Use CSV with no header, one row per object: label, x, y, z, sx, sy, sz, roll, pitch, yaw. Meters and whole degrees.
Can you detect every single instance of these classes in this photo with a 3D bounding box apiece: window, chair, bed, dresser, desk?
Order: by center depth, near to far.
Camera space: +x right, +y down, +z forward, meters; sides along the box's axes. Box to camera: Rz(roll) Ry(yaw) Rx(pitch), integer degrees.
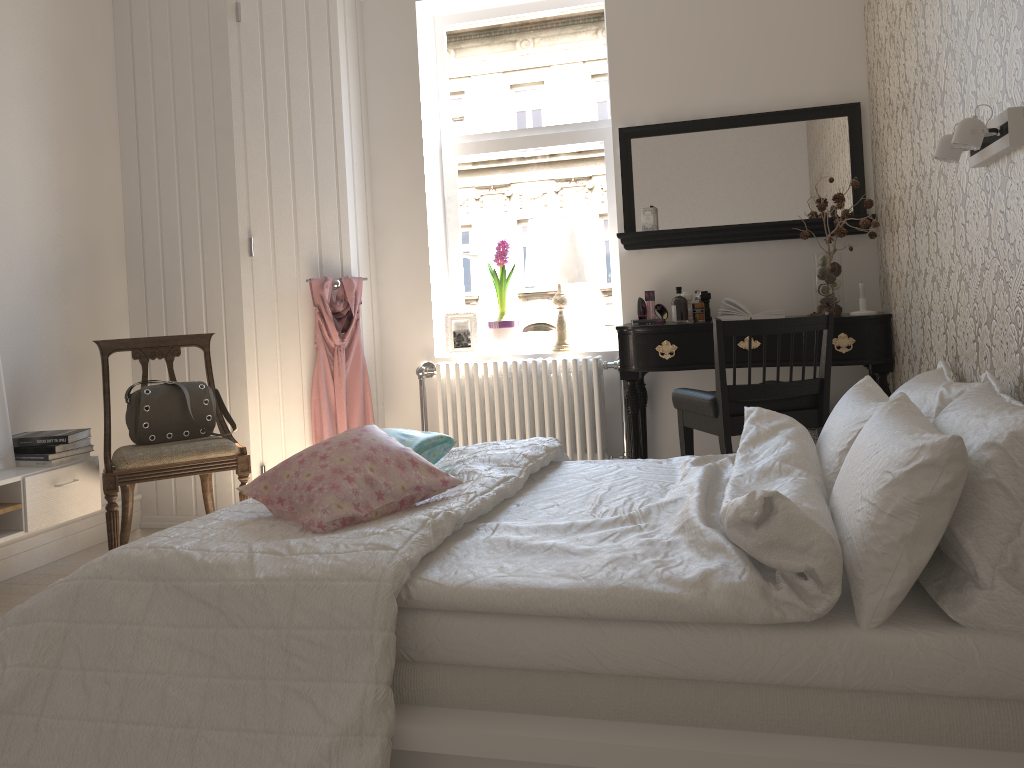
bed,0.067,0.442,2.099,2.208,0.631,1.963,-2,5,16
chair,0.890,0.176,3.227,0.457,0.861,0.457,-3,1,-14
chair,-1.362,0.259,3.510,0.521,0.891,0.537,-4,1,-29
desk,1.035,0.134,3.770,1.103,0.823,0.437,-2,1,16
dresser,-1.238,-0.669,4.280,1.023,2.584,0.703,-3,0,16
window,0.090,-1.060,4.511,0.948,1.783,0.110,-3,0,16

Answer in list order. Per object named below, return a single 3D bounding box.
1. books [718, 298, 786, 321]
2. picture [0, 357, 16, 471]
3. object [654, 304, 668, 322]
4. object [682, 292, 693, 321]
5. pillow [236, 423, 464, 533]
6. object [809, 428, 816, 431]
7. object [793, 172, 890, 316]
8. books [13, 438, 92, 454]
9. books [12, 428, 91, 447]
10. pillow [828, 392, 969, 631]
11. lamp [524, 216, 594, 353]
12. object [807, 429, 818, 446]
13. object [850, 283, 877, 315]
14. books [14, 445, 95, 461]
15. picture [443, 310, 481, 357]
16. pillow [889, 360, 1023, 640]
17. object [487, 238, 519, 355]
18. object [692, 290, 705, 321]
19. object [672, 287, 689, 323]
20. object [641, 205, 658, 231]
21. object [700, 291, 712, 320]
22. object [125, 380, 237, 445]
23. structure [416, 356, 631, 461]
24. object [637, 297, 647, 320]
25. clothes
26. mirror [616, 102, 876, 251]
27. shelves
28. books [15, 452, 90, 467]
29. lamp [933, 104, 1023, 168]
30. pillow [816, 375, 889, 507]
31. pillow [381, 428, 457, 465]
books,1.036,-0.328,3.817,0.278,0.095,0.227,-2,5,18
picture,-2.062,-0.224,2.880,0.163,1.162,0.857,-3,2,16
object,0.654,-0.318,3.975,0.083,0.086,0.080,-5,3,-34
object,0.789,-0.348,3.979,0.057,0.134,0.057,-3,1,-23
pillow,-0.373,0.213,2.026,0.396,0.202,0.353,-7,5,-41
object,1.334,0.321,3.692,0.395,0.432,0.393,-5,3,-42
object,1.319,-0.552,3.548,0.318,0.599,0.542,-3,2,-13
books,-1.773,0.236,3.368,0.239,0.028,0.192,-2,5,14
books,-1.782,0.206,3.376,0.258,0.032,0.192,-3,5,-1
pillow,0.680,0.201,1.584,0.201,0.308,0.567,-3,4,16
lamp,0.229,-0.482,4.310,0.338,0.653,0.342,-3,1,28
object,1.300,0.338,3.665,0.350,0.356,0.289,-5,3,-35
object,1.421,-0.344,3.577,0.105,0.131,0.104,-5,2,-39
books,-1.779,0.262,3.373,0.258,0.022,0.213,-1,6,21
picture,-0.252,-0.251,4.425,0.176,0.226,0.050,-3,0,-4
pillow,0.884,0.151,1.853,0.310,0.354,1.259,-3,5,16
object,-0.050,-0.438,4.411,0.156,0.577,0.157,-3,0,1
object,0.822,-0.345,3.897,0.054,0.139,0.054,-3,1,-35
object,0.740,-0.350,3.896,0.070,0.158,0.070,-3,1,10
object,0.633,-0.764,4.070,0.072,0.121,0.037,-3,0,21
object,0.872,-0.353,3.982,0.057,0.134,0.057,-3,1,-23
object,-1.312,0.099,3.492,0.401,0.248,0.212,-5,3,-29
structure,0.051,0.223,4.192,1.066,0.682,0.166,-2,0,16
object,0.591,-0.335,4.010,0.055,0.120,0.030,-4,0,-35
clothes,-0.799,-0.071,4.135,0.330,0.877,0.092,-4,0,-44
mirror,1.015,-0.921,3.956,1.116,0.572,0.066,-2,0,16
shelves,-1.898,0.448,2.945,0.367,0.209,1.120,-2,5,16
books,-1.773,0.285,3.363,0.241,0.022,0.192,-1,6,18
lamp,0.943,-0.508,1.812,0.115,0.093,0.326,-2,5,16
pillow,0.844,0.159,2.160,0.204,0.303,0.564,-3,4,16
pillow,-0.382,0.207,2.315,0.361,0.168,0.384,-2,5,21
